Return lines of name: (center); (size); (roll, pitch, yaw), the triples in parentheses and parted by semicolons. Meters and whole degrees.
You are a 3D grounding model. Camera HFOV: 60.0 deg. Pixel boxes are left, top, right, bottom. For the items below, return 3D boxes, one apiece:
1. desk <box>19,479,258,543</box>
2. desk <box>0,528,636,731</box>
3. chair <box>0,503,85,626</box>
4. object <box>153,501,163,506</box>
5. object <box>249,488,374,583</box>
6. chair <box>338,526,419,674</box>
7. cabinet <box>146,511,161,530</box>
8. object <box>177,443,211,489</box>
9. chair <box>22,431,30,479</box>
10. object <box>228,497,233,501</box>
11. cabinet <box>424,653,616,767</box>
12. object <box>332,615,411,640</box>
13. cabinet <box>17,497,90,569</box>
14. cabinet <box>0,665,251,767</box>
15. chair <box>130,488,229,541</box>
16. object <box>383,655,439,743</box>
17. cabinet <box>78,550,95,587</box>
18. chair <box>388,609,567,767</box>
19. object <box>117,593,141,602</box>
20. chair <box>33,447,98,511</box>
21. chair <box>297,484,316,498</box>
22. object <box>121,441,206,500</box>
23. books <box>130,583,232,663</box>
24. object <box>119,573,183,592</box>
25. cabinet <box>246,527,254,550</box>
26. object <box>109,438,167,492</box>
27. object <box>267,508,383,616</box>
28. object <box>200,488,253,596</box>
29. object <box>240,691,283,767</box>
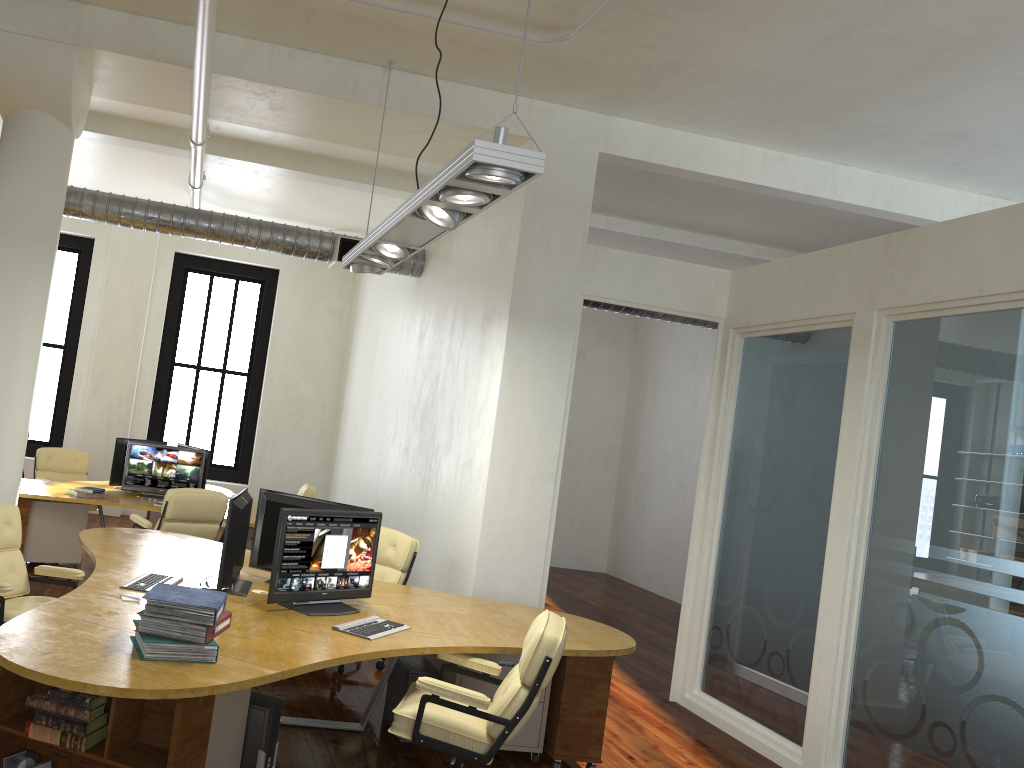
desk: (-3.782, 1.581, 9.819); (3.807, 0.733, 3.590); (9, -4, -9)
desk: (-1.692, 1.575, 5.490); (3.515, 0.733, 3.854); (12, -6, -44)
chair: (-2.861, 1.236, 5.052); (0.826, 1.020, 0.677); (7, -3, 15)
object: (-3.245, 1.196, 8.654); (0.474, 0.016, 0.230); (8, -4, -2)
object: (-1.263, 0.989, 5.541); (0.868, 0.551, 0.270); (7, -3, 23)
chair: (-1.229, 1.589, 6.741); (0.788, 1.020, 0.705); (5, -4, 45)
cabinet: (-4.056, 1.634, 10.859); (0.864, 0.708, 0.914); (9, -3, -10)
object: (-3.526, 0.960, 9.723); (0.264, 0.551, 0.887); (10, -4, -41)
chair: (-8.459, 0.600, 8.345); (1.042, 1.156, 7.166); (5, -5, 43)
object: (-3.138, 1.307, 9.998); (0.209, 0.016, 0.519); (11, -5, -37)
cabinet: (-0.029, 1.825, 5.399); (0.854, 0.708, 0.924); (9, -3, -15)
object: (-0.729, 1.274, 4.647); (0.248, 0.016, 0.439); (6, -4, 23)
cabinet: (-4.697, 1.385, 8.641); (0.807, 0.708, 0.971); (11, -4, -40)
cabinet: (-1.635, 1.486, 3.856); (0.937, 0.708, 0.840); (7, -3, 15)
chair: (-3.095, 1.419, 8.113); (0.858, 1.020, 0.648); (5, -4, 45)
object: (-0.623, 1.891, 5.401); (0.172, 0.410, 0.503); (9, -3, -19)
cabinet: (-2.502, 1.535, 6.309); (0.978, 0.708, 0.800); (5, -5, 45)
chair: (-0.190, 1.564, 4.278); (0.814, 1.020, 0.688); (7, -3, 10)
object: (-1.965, 1.091, 4.545); (0.103, 0.015, 0.144); (10, -4, -28)
chair: (-5.141, 1.273, 10.202); (0.650, 1.020, 0.856); (10, -4, -40)
chair: (-2.723, 1.623, 10.244); (0.762, 1.020, 0.736); (8, -3, -10)
object: (-3.597, 0.911, 9.164); (0.767, 0.551, 0.306); (9, -3, -17)
books: (-1.416, 1.006, 3.747); (0.413, 0.226, 0.463); (8, -4, -4)
object: (-2.018, 1.113, 4.983); (0.230, 0.016, 0.475); (8, -4, -4)
cabinet: (-2.276, 1.743, 8.791); (0.953, 0.708, 0.825); (7, -4, 20)
object: (-4.067, 0.878, 9.654); (0.314, 0.551, 0.746); (7, -4, 22)
object: (-1.027, 0.982, 4.962); (0.320, 0.551, 0.731); (6, -4, 39)
object: (-1.640, 0.911, 5.201); (0.286, 0.551, 0.820); (8, -3, -9)
object: (-1.380, 1.704, 4.302); (0.509, 0.410, 0.169); (7, -3, 18)
